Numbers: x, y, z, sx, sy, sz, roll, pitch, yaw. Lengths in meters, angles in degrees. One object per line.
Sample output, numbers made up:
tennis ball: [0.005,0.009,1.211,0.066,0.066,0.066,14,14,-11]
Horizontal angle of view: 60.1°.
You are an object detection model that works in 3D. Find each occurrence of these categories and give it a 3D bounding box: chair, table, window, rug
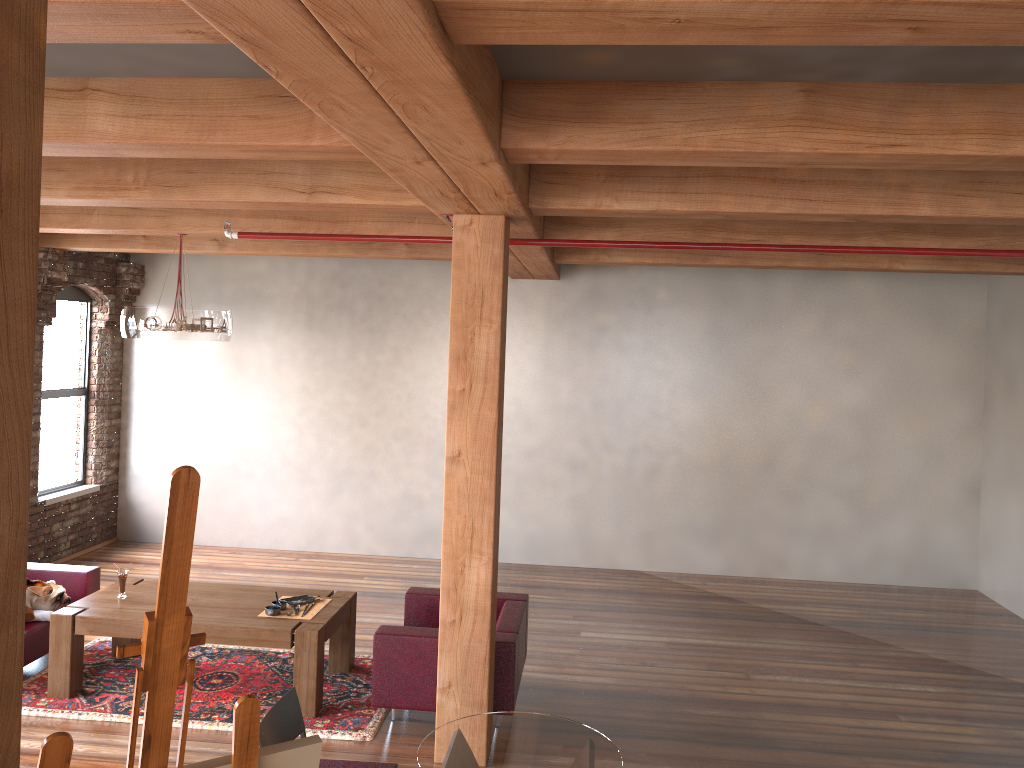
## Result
chair: [-0.681,1.699,3.275,0.467,0.982,0.430,2,0,5]
chair: [-3.565,1.667,6.142,0.865,0.593,1.071,2,2,5]
table: [0.012,1.765,3.121,0.722,0.924,0.721,2,1,30]
window: [-4.604,0.064,9.174,0.235,2.215,0.968,2,0,5]
rug: [-1.996,2.024,5.996,2.462,0.009,1.344,2,2,5]
chair: [-0.367,1.792,5.819,0.865,0.593,1.071,2,2,5]
table: [-2.033,1.751,5.994,1.750,0.550,0.901,2,2,5]

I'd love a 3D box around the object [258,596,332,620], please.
object: [-1.447,1.497,5.936,0.352,0.001,0.469,2,2,5]

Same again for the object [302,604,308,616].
object: [-1.372,1.498,5.862,0.007,0.008,0.270,2,2,-5]

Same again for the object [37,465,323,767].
object: [-0.715,1.189,1.615,0.701,2.141,0.685,2,0,-35]

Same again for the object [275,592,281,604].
object: [-1.563,1.444,5.914,0.045,0.080,0.137,2,2,-29]

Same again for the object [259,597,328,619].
object: [-1.446,1.497,5.936,0.332,0.003,0.471,2,2,5]

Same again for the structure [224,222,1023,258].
structure: [1.439,-0.908,5.669,6.808,0.112,0.051,2,0,5]

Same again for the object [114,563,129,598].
object: [-2.657,1.336,6.033,0.095,0.232,0.075,2,0,38]

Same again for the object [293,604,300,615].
object: [-1.421,1.485,5.834,0.045,0.030,0.153,2,2,-10]

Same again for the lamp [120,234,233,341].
lamp: [-2.560,-0.748,6.814,0.809,0.815,0.810,1,2,-44]

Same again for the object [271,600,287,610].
object: [-1.549,1.472,5.888,0.099,0.043,0.099,4,3,43]

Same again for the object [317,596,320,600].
object: [-1.336,1.481,6.119,0.018,0.021,0.059,2,2,-8]

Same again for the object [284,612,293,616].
object: [-1.448,1.493,5.745,0.059,0.021,0.018,0,2,-43]

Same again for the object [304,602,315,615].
object: [-1.350,1.497,5.897,0.007,0.008,0.270,2,2,1]

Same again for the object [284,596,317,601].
object: [-1.464,1.468,6.058,0.270,0.008,0.007,1,2,-29]

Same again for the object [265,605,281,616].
object: [-1.557,1.477,5.771,0.099,0.043,0.099,3,2,31]

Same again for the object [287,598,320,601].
object: [-1.444,1.470,6.037,0.270,0.008,0.007,1,1,-20]

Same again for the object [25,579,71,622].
object: [-3.442,1.497,6.068,0.754,0.297,0.365,1,2,-23]

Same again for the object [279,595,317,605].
object: [-1.458,1.481,6.053,0.213,0.018,0.154,0,3,-40]
